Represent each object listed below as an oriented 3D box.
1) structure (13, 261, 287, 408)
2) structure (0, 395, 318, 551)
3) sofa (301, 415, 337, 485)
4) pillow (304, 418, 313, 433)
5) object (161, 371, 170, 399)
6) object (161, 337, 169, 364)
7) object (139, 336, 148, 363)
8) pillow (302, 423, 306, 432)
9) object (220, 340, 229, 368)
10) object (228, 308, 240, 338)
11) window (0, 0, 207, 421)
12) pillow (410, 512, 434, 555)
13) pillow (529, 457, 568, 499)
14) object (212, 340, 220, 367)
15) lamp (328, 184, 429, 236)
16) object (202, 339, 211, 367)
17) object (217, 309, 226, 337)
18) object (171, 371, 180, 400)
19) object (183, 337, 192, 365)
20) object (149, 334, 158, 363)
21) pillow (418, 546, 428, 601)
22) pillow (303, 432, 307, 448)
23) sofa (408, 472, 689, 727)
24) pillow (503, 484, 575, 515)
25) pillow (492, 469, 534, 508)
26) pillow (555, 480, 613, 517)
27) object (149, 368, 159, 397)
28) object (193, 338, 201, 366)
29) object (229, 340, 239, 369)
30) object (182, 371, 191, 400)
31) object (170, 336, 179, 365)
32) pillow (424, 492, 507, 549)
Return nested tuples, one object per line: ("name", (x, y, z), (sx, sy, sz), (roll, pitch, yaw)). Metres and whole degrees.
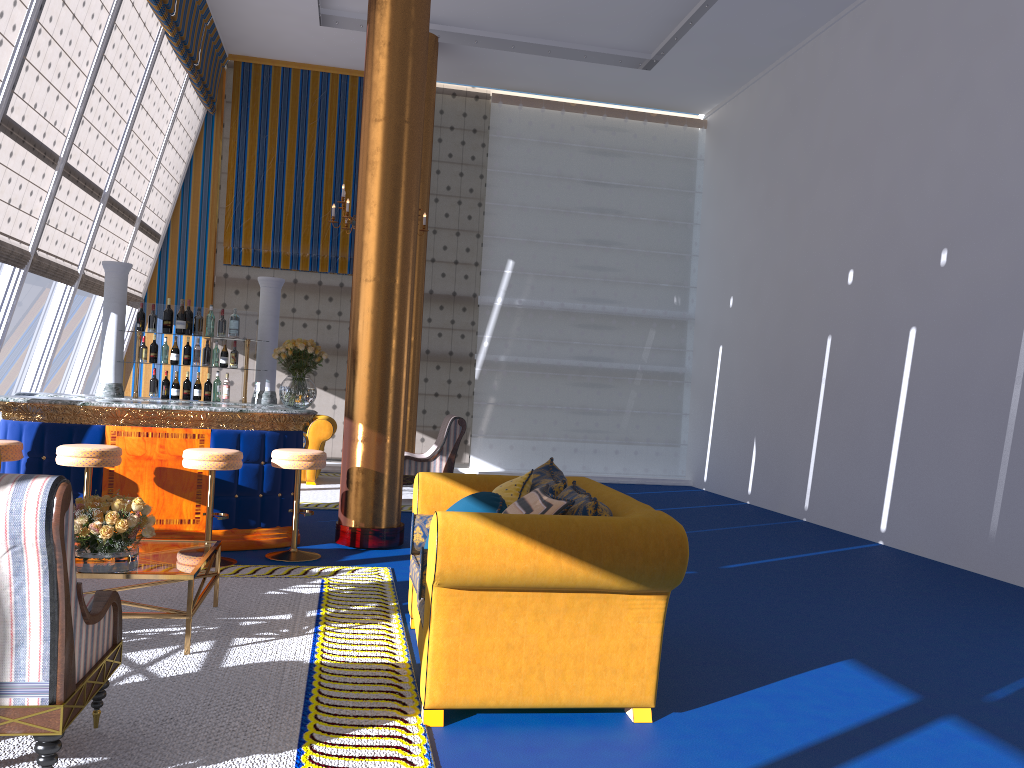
("structure", (-2.991, 0.096, 7.674), (2.328, 2.196, 0.764), (3, 0, -20))
("structure", (-2.660, 0.674, 6.659), (2.329, 1.065, 0.763), (3, 0, -22))
("sofa", (-3.199, 0.791, 11.280), (1.854, 0.854, 1.007), (3, 0, -10))
("pillow", (-2.900, 0.638, 11.469), (0.615, 0.610, 0.339), (3, 0, -6))
("object", (-2.944, 0.008, 7.546), (0.065, 0.244, 0.065), (3, 0, -7))
("object", (-2.939, -0.286, 7.518), (0.058, 0.230, 0.059), (3, 0, 38))
("object", (-3.093, -0.292, 7.446), (0.067, 0.225, 0.065), (3, 0, -42))
("pillow", (-2.852, 0.581, 11.276), (0.524, 0.456, 0.326), (3, 0, -12))
("object", (-2.490, -0.263, 7.686), (0.069, 0.244, 0.068), (3, 0, -30))
("object", (-2.418, -0.531, 7.730), (0.092, 0.259, 0.091), (3, 0, -28))
("window", (-3.738, -1.807, 5.188), (1.625, 5.855, 15.400), (3, 0, -10))
("pillow", (-0.342, 0.791, 4.656), (0.378, 0.219, 0.214), (3, 0, -7))
("pillow", (0.126, 0.723, 4.526), (0.354, 0.672, 0.600), (3, 0, -3))
("object", (-2.560, -0.263, 7.671), (0.058, 0.230, 0.059), (3, 0, 38))
("lamp", (-1.446, -2.813, 10.038), (1.070, 2.421, 1.048), (3, 0, -34))
("object", (-2.626, -0.267, 7.635), (0.072, 0.232, 0.071), (3, 0, -32))
("object", (-2.507, -0.528, 7.671), (0.071, 0.246, 0.073), (3, 0, 38))
("object", (-2.866, 0.013, 7.563), (0.069, 0.244, 0.068), (3, 0, -30))
("object", (-2.770, -0.283, 7.571), (0.066, 0.244, 0.065), (3, 0, -30))
("object", (-3.022, -0.298, 7.487), (0.066, 0.244, 0.065), (3, 0, -30))
("pillow", (-0.198, 0.791, 3.682), (0.374, 0.219, 0.214), (3, 0, -6))
("pillow", (-2.647, 0.711, 11.044), (0.215, 0.219, 0.372), (3, 0, -6))
("sofa", (0.044, 0.920, 4.234), (1.015, 0.854, 1.841), (3, 0, -9))
("pillow", (0.045, 0.687, 3.899), (0.329, 0.456, 0.519), (3, 0, -11))
("pillow", (-0.016, 0.669, 4.449), (0.232, 0.491, 0.610), (3, 0, -5))
("pillow", (0.236, 0.756, 3.948), (0.340, 0.610, 0.612), (3, 0, -5))
("object", (-3.024, -0.014, 7.493), (0.072, 0.242, 0.070), (3, 0, -29))
("object", (-2.693, -0.276, 7.590), (0.057, 0.239, 0.056), (3, 0, -36))
("object", (-2.411, -0.258, 7.706), (0.071, 0.244, 0.072), (3, 0, 10))
("object", (-2.779, 0.015, 7.585), (0.066, 0.244, 0.065), (3, 0, -30))
("object", (-2.861, -0.285, 7.536), (0.069, 0.244, 0.068), (3, 0, -30))
("pillow", (-0.221, 0.697, 4.224), (0.455, 0.367, 0.395), (3, 0, 40))
